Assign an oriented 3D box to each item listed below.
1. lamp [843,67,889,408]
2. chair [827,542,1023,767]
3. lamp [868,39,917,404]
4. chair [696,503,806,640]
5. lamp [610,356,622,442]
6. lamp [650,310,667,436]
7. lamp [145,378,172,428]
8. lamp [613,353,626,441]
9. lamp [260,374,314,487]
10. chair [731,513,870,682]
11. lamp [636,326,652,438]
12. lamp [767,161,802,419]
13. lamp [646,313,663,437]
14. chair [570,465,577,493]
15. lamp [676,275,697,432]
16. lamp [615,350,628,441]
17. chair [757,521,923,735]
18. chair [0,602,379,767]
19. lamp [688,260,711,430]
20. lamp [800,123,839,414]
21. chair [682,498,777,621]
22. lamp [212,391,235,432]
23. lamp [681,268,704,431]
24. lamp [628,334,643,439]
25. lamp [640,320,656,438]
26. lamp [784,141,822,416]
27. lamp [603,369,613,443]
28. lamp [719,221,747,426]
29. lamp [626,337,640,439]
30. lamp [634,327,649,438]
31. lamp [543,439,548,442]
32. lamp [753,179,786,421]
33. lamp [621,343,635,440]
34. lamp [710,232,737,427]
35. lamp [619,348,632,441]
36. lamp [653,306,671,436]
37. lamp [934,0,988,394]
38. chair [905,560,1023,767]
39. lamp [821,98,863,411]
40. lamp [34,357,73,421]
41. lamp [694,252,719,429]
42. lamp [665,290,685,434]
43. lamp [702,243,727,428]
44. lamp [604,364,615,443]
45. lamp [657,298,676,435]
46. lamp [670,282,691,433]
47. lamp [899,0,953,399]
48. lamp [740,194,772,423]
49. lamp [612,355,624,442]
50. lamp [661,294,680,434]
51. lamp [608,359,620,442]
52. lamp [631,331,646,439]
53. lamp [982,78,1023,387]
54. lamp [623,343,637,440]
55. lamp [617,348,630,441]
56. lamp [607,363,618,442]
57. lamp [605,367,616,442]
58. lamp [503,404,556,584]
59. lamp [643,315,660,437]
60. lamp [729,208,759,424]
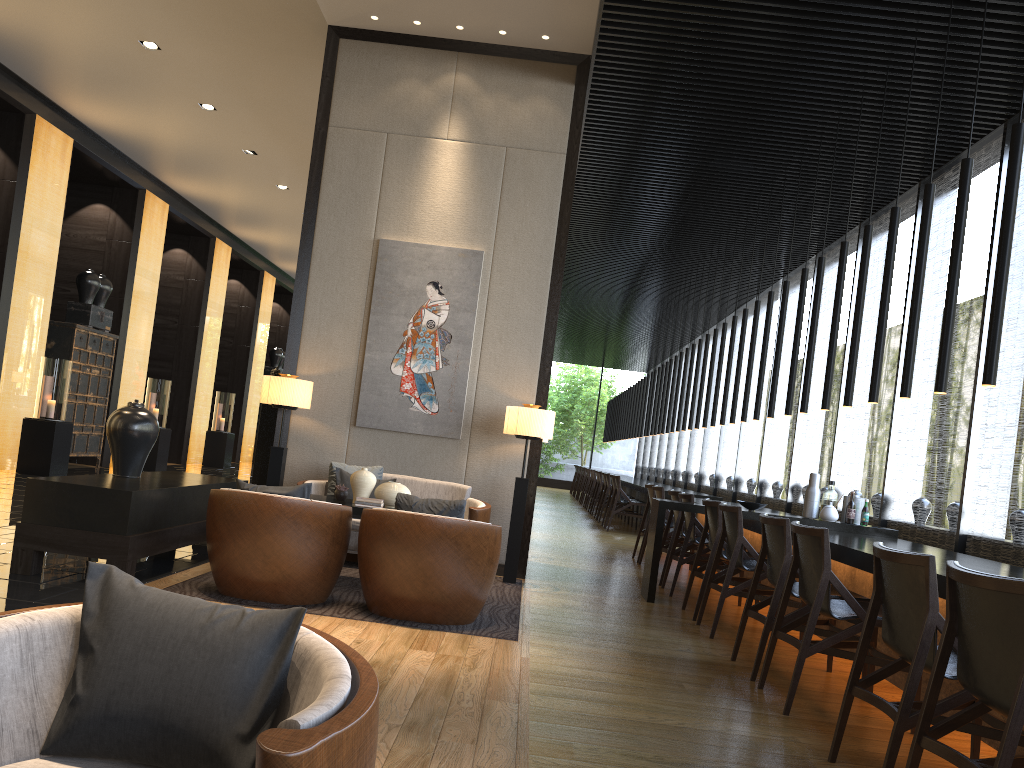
[{"bbox_3d":[2.467,-1.040,6.133,0.060,2.418,0.060,7,-1,-3],"label":"lamp"},{"bbox_3d":[1.488,0.998,3.040,0.563,0.826,0.526,7,-2,2],"label":"chair"},{"bbox_3d":[2.457,-1.076,5.677,0.060,2.418,0.060,7,-1,-3],"label":"lamp"},{"bbox_3d":[1.544,1.202,5.640,0.563,0.826,0.526,7,-2,2],"label":"chair"},{"bbox_3d":[2.865,0.385,24.294,0.060,2.418,0.060,7,-1,7],"label":"lamp"},{"bbox_3d":[2.686,-0.256,16.130,0.060,2.418,0.060,8,-1,-33],"label":"lamp"},{"bbox_3d":[-5.437,0.290,13.553,0.336,0.728,0.337,7,-2,3],"label":"lamp"},{"bbox_3d":[2.843,0.305,23.279,0.060,2.418,0.060,8,-1,-33],"label":"lamp"},{"bbox_3d":[-1.783,0.601,6.735,0.376,1.346,0.374,8,-1,-37],"label":"lamp"},{"bbox_3d":[1.522,1.122,4.627,0.563,0.826,0.526,7,-2,2],"label":"chair"},{"bbox_3d":[2.730,-0.097,18.150,0.060,2.418,0.060,8,-1,-33],"label":"lamp"},{"bbox_3d":[2.510,-0.885,8.102,0.060,2.418,0.060,7,-1,-3],"label":"lamp"},{"bbox_3d":[2.698,-0.215,16.652,0.060,2.418,0.060,8,-1,-33],"label":"lamp"},{"bbox_3d":[1.972,2.732,25.151,0.563,0.826,0.526,7,-2,2],"label":"chair"},{"bbox_3d":[2.623,-0.483,13.235,0.060,2.418,0.060,7,-1,-3],"label":"lamp"},{"bbox_3d":[2.831,0.265,22.767,0.060,2.418,0.060,8,-1,-33],"label":"lamp"},{"bbox_3d":[1.510,1.077,4.053,0.563,0.826,0.526,7,-2,2],"label":"chair"},{"bbox_3d":[-0.638,0.725,1.511,0.803,0.603,0.607,7,-3,2],"label":"chair"},{"bbox_3d":[2.600,-0.563,12.211,0.060,2.418,0.060,7,-1,-3],"label":"lamp"},{"bbox_3d":[2.489,-0.962,7.120,0.060,2.418,0.060,7,-1,-3],"label":"lamp"},{"bbox_3d":[1.557,1.247,6.215,0.563,0.826,0.526,7,-2,2],"label":"chair"},{"bbox_3d":[-5.373,0.520,16.489,0.336,0.728,0.337,7,-2,3],"label":"lamp"},{"bbox_3d":[2.611,-0.523,12.721,0.060,2.418,0.060,7,-1,-3],"label":"lamp"},{"bbox_3d":[2.764,0.023,19.684,0.060,2.418,0.060,8,-1,-33],"label":"lamp"},{"bbox_3d":[2.719,-0.138,17.634,0.060,2.418,0.060,8,-1,-33],"label":"lamp"},{"bbox_3d":[2.498,-0.928,7.551,0.060,2.418,0.060,7,-1,-3],"label":"lamp"},{"bbox_3d":[2.920,0.583,26.818,0.060,2.418,0.060,7,-1,7],"label":"lamp"},{"bbox_3d":[2.555,-0.724,10.152,0.060,2.418,0.060,7,-1,-3],"label":"lamp"},{"bbox_3d":[2.775,0.064,20.209,0.060,2.418,0.060,8,-1,-33],"label":"lamp"},{"bbox_3d":[2.742,-0.057,18.664,0.060,2.418,0.060,8,-1,-33],"label":"lamp"},{"bbox_3d":[0.105,0.971,8.498,0.375,1.349,0.375,7,-1,-8],"label":"lamp"},{"bbox_3d":[2.522,-0.845,8.618,0.060,2.418,0.060,7,-1,-3],"label":"lamp"},{"bbox_3d":[2.798,0.145,21.236,0.060,2.418,0.060,8,-1,-33],"label":"lamp"},{"bbox_3d":[2.567,-0.683,10.677,0.060,2.418,0.060,7,-1,-3],"label":"lamp"},{"bbox_3d":[2.809,0.185,21.743,0.060,2.418,0.060,8,-1,-33],"label":"lamp"},{"bbox_3d":[2.676,-0.292,15.665,0.060,2.418,0.060,8,-1,-33],"label":"lamp"},{"bbox_3d":[2.437,-1.148,4.746,0.060,2.418,0.060,7,-1,-3],"label":"lamp"},{"bbox_3d":[1.475,0.953,2.465,0.563,0.826,0.526,7,-2,2],"label":"chair"},{"bbox_3d":[2.477,-1.003,6.598,0.060,2.418,0.060,7,-1,-3],"label":"lamp"},{"bbox_3d":[-5.501,0.060,10.618,0.336,0.728,0.337,7,-2,7],"label":"lamp"},{"bbox_3d":[2.589,-0.603,11.704,0.060,2.418,0.060,7,-1,-3],"label":"lamp"},{"bbox_3d":[2.645,-0.403,14.255,0.060,2.418,0.060,8,-1,-33],"label":"lamp"},{"bbox_3d":[2.578,-0.643,11.191,0.060,2.418,0.060,7,-1,-3],"label":"lamp"},{"bbox_3d":[2.909,0.542,26.304,0.060,2.418,0.060,7,-1,7],"label":"lamp"},{"bbox_3d":[2.666,-0.328,15.208,0.060,2.418,0.060,8,-1,-33],"label":"lamp"},{"bbox_3d":[2.634,-0.442,13.747,0.060,2.418,0.060,8,-1,-33],"label":"lamp"},{"bbox_3d":[2.447,-1.114,5.192,0.060,2.418,0.060,7,-1,-3],"label":"lamp"},{"bbox_3d":[2.533,-0.804,9.132,0.060,2.418,0.060,7,-1,-3],"label":"lamp"},{"bbox_3d":[2.854,0.345,23.787,0.060,2.418,0.060,7,-1,7],"label":"lamp"},{"bbox_3d":[2.656,-0.363,14.762,0.060,2.418,0.060,8,-1,-33],"label":"lamp"},{"bbox_3d":[2.875,0.422,24.775,0.060,2.418,0.060,7,-1,7],"label":"lamp"},{"bbox_3d":[2.753,-0.017,19.176,0.060,2.418,0.060,8,-1,-33],"label":"lamp"},{"bbox_3d":[2.426,-1.188,4.245,0.060,2.418,0.060,7,-1,7],"label":"lamp"},{"bbox_3d":[2.787,0.105,20.723,0.060,2.418,0.060,8,-1,-33],"label":"lamp"},{"bbox_3d":[2.820,0.225,22.253,0.060,2.418,0.060,8,-1,-33],"label":"lamp"},{"bbox_3d":[2.887,0.463,25.287,0.060,2.418,0.060,7,-1,7],"label":"lamp"},{"bbox_3d":[2.898,0.502,25.795,0.060,2.418,0.060,7,-1,7],"label":"lamp"},{"bbox_3d":[0.065,0.829,6.691,0.374,1.349,0.376,6,-1,31],"label":"lamp"},{"bbox_3d":[2.707,-0.183,17.061,0.060,2.418,0.060,8,-1,-33],"label":"lamp"},{"bbox_3d":[2.544,-0.764,9.645,0.060,2.418,0.060,7,-1,-3],"label":"lamp"}]
